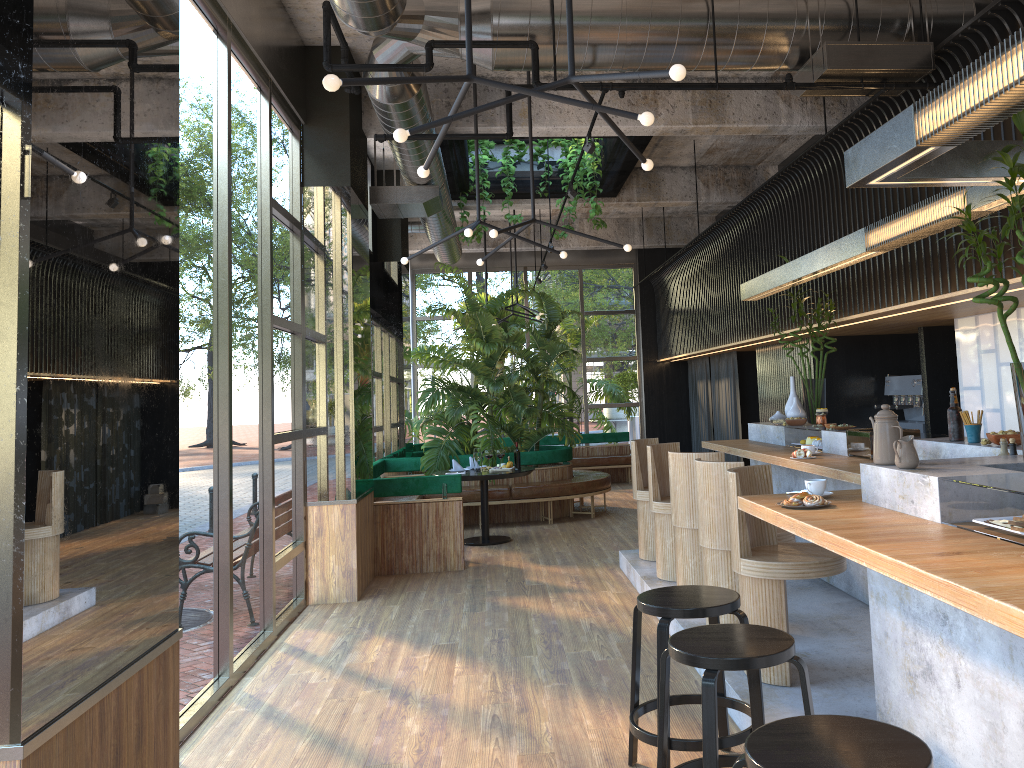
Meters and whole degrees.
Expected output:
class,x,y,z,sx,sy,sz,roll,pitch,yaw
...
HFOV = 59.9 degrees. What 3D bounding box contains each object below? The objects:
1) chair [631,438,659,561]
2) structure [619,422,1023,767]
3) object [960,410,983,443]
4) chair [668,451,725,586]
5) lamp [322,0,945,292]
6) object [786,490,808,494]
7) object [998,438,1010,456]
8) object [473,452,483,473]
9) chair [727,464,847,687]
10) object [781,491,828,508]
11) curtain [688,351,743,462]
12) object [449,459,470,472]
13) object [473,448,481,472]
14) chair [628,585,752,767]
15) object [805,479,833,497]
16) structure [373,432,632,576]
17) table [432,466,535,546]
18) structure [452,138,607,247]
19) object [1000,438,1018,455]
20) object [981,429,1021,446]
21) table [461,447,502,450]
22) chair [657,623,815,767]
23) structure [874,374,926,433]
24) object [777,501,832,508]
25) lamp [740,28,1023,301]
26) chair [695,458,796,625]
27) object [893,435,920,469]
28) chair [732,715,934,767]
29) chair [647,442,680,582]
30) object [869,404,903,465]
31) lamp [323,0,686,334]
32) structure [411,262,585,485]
class,x,y,z,sx,sy,sz,roll,pitch,yaw
chair,1.288,0.951,7.443,0.543,0.974,0.549,-3,-4,6
structure,3.916,0.566,4.818,5.901,1.738,7.034,-2,-1,-3
object,2.291,0.211,4.419,0.103,0.162,0.106,-4,-5,31
chair,1.335,0.926,5.901,0.531,0.974,0.561,-4,-4,20
lamp,0.506,-2.041,10.065,3.831,1.538,9.885,-2,-1,-4
object,1.226,0.465,3.817,0.030,0.027,0.130,-1,-2,-25
object,2.124,0.337,3.823,0.073,0.211,0.067,1,-6,-36
object,-0.356,0.826,9.317,0.101,0.210,0.109,-5,-5,31
chair,1.350,0.902,4.331,0.519,0.974,0.572,-6,-6,43
object,1.147,0.452,3.470,0.155,0.053,0.160,-4,-2,41
curtain,3.095,0.564,13.699,0.123,2.068,3.233,-2,-2,-1
object,-0.565,0.878,9.556,0.240,0.139,0.224,-2,-2,-20
object,-0.368,0.810,9.484,0.096,0.246,0.089,0,-5,-21
chair,0.718,1.199,3.529,0.523,0.700,0.504,-2,-4,-8
object,1.182,0.442,3.616,0.174,0.073,0.432,-3,-1,32
structure,1.496,0.771,5.412,6.084,1.555,19.862,-2,-1,-2
table,-0.291,1.307,9.508,1.150,0.754,1.045,-1,-3,-35
structure,0.374,-2.426,10.811,2.093,1.524,1.458,-3,-3,25
object,2.116,0.333,3.750,0.068,0.216,0.168,-4,-4,23
object,2.307,0.250,4.163,0.190,0.073,0.230,-3,-1,16
table,-0.370,1.369,13.413,1.141,0.754,1.055,-1,-2,-24
chair,0.731,1.189,2.888,0.527,0.700,0.500,-1,-4,-13
structure,4.059,0.684,8.897,0.555,1.602,0.827,-2,-4,-3
object,1.143,0.471,3.475,0.197,0.013,0.214,-3,-1,32
lamp,3.444,-1.934,5.148,5.060,2.142,6.608,-2,-1,-9
chair,1.348,0.913,5.094,0.573,0.974,0.519,2,-6,-43
object,1.448,0.251,3.274,0.099,0.120,0.087,-2,-4,5
chair,0.749,1.175,1.989,0.528,0.700,0.498,-1,-4,-15
chair,1.303,0.938,6.641,0.570,0.974,0.522,0,-5,-29
object,1.462,0.197,3.479,0.123,0.235,0.204,1,-4,-35
lamp,1.604,-1.991,5.917,5.132,1.831,18.666,-2,-1,-2
structure,-0.218,0.052,11.959,2.505,3.453,2.578,-1,-4,-19
